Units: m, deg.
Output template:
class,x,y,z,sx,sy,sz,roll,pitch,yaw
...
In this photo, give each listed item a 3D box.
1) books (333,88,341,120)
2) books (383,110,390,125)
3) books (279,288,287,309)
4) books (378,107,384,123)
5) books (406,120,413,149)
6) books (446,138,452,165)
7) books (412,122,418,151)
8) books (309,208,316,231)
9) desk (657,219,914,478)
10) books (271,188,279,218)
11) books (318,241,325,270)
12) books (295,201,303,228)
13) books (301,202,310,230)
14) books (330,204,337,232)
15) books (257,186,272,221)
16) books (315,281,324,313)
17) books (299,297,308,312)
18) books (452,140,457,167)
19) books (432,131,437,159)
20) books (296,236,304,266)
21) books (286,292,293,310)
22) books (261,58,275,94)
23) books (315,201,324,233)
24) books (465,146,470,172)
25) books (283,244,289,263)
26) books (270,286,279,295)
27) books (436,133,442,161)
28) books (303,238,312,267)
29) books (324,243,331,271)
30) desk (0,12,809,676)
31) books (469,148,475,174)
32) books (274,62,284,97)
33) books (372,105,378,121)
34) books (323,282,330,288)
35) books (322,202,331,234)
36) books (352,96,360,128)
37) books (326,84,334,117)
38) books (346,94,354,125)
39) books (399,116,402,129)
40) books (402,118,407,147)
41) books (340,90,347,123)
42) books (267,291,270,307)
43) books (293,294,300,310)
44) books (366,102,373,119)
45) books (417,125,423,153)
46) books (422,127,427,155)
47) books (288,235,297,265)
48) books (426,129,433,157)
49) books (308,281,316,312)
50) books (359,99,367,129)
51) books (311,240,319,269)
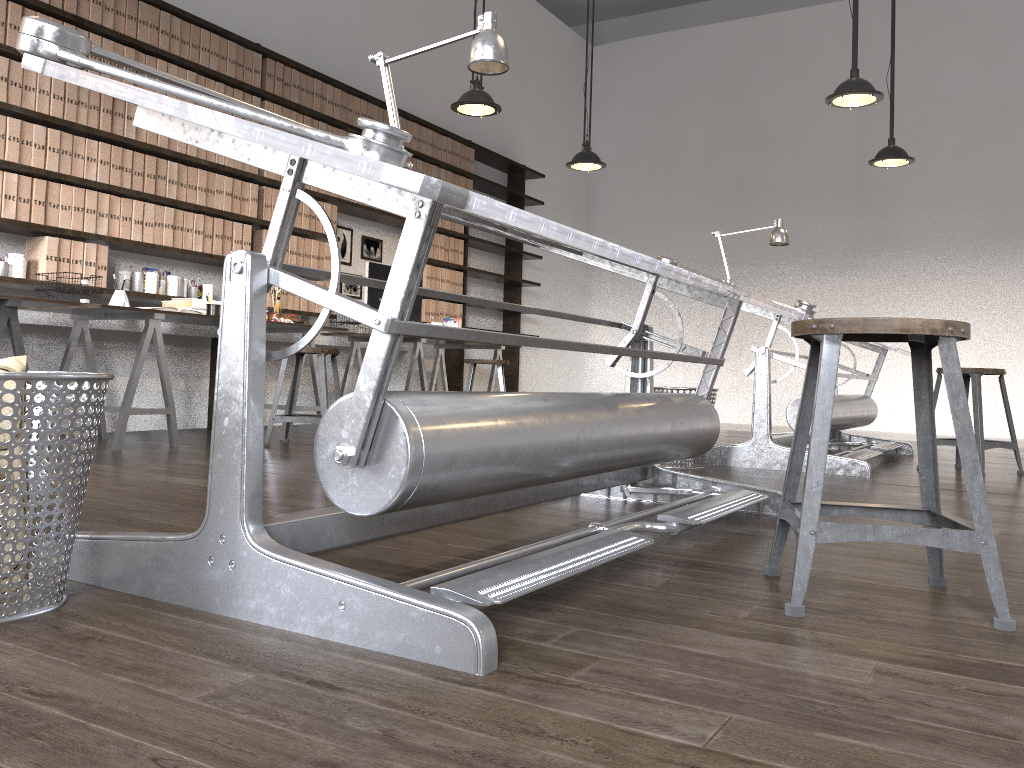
class,x,y,z,sx,sy,sz,roll,pitch,yaw
books,-1.301,-1.969,6.270,0.174,0.226,0.067,1,-3,30
books,-1.020,-1.962,6.750,0.174,0.226,0.067,1,-3,30
books,-1.567,-0.597,5.824,0.174,0.226,0.067,1,-3,30
books,-1.062,-1.963,6.689,0.174,0.226,0.066,1,-3,30
books,-0.879,-1.959,7.001,0.174,0.226,0.066,1,-3,30
books,-0.596,-1.952,7.473,0.174,0.226,0.066,1,-3,30
books,-0.840,-1.958,7.056,0.174,0.226,0.067,1,-3,30
books,-1.430,-1.147,6.066,0.174,0.226,0.066,1,-3,30
desk,1.603,-0.278,5.006,1.077,1.389,2.065,1,-1,30
books,-1.601,-1.151,5.772,0.174,0.226,0.066,1,-3,30
books,-1.386,-0.871,6.142,0.174,0.226,0.066,1,-3,30
books,-1.497,-1.149,5.949,0.174,0.226,0.066,1,-3,30
books,-1.459,-1.148,6.004,0.174,0.226,0.067,1,-3,30
books,-1.324,-1.145,6.249,0.174,0.226,0.066,1,-3,30
books,-1.638,-1.152,5.713,0.174,0.226,0.066,1,-3,30
books,-1.393,-0.593,6.126,0.174,0.226,0.066,1,-3,30
books,-1.466,-0.595,6.000,0.174,0.226,0.067,1,-3,30
books,-0.559,-1.952,7.536,0.174,0.226,0.067,1,-3,30
books,-0.707,-1.955,7.293,0.174,0.226,0.066,1,-3,30
books,-1.491,-0.873,5.965,0.174,0.226,0.066,1,-3,30
books,-1.539,-0.597,5.881,0.174,0.226,0.066,1,-3,30
books,-1.623,-1.976,5.728,0.174,0.226,0.066,1,-3,30
books,-1.395,-1.146,6.127,0.174,0.226,0.066,1,-3,30
books,-0.461,-1.949,7.718,0.174,0.226,0.066,1,-3,30
books,-1.562,-0.875,5.843,0.174,0.226,0.066,1,-3,30
books,-1.604,-0.598,5.762,0.174,0.226,0.066,1,-3,30
books,-0.674,-1.954,7.354,0.174,0.226,0.066,1,-3,30
books,-1.455,-0.872,6.027,0.174,0.226,0.066,1,-3,30
books,-1.353,-0.870,6.195,0.174,0.226,0.066,1,-3,30
desk,-0.086,-0.316,2.116,1.077,1.389,2.276,1,-1,30
books,-0.422,-1.948,7.777,0.174,0.226,0.066,1,-3,30
books,-1.581,-1.975,5.789,0.174,0.226,0.067,1,-3,30
books,-1.093,-1.964,6.631,0.174,0.226,0.066,1,-3,30
books,-1.361,-0.592,6.190,0.174,0.226,0.066,1,-3,30
books,-1.355,-1.145,6.186,0.174,0.226,0.066,1,-3,30
books,-1.197,-1.966,6.451,0.174,0.226,0.066,1,-3,30
books,-1.339,-1.969,6.208,0.174,0.226,0.066,1,-3,30
books,-1.235,-1.967,6.393,0.174,0.226,0.066,1,-3,30
books,-0.947,-1.961,6.876,0.174,0.226,0.066,1,-3,30
books,-0.915,-1.960,6.940,0.174,0.226,0.066,1,-3,30
books,-1.269,-1.968,6.332,0.174,0.226,0.066,1,-3,30
books,-1.643,-0.599,5.702,0.174,0.226,0.066,1,-3,30
books,-1.508,-0.596,5.939,0.174,0.226,0.066,1,-3,30
books,-1.121,-1.964,6.575,0.174,0.226,0.067,1,-3,30
books,-0.810,-1.957,7.116,0.174,0.226,0.066,1,-3,30
books,-0.777,-1.957,7.169,0.174,0.226,0.066,1,-3,30
books,-1.523,-0.874,5.902,0.174,0.226,0.066,1,-3,30
books,-0.739,-1.956,7.231,0.174,0.226,0.067,1,-3,30
books,-1.433,-0.594,6.068,0.174,0.226,0.066,1,-3,30
books,-1.157,-1.965,6.512,0.174,0.226,0.066,1,-3,30
books,-1.416,-0.871,6.082,0.174,0.226,0.067,1,-3,30
